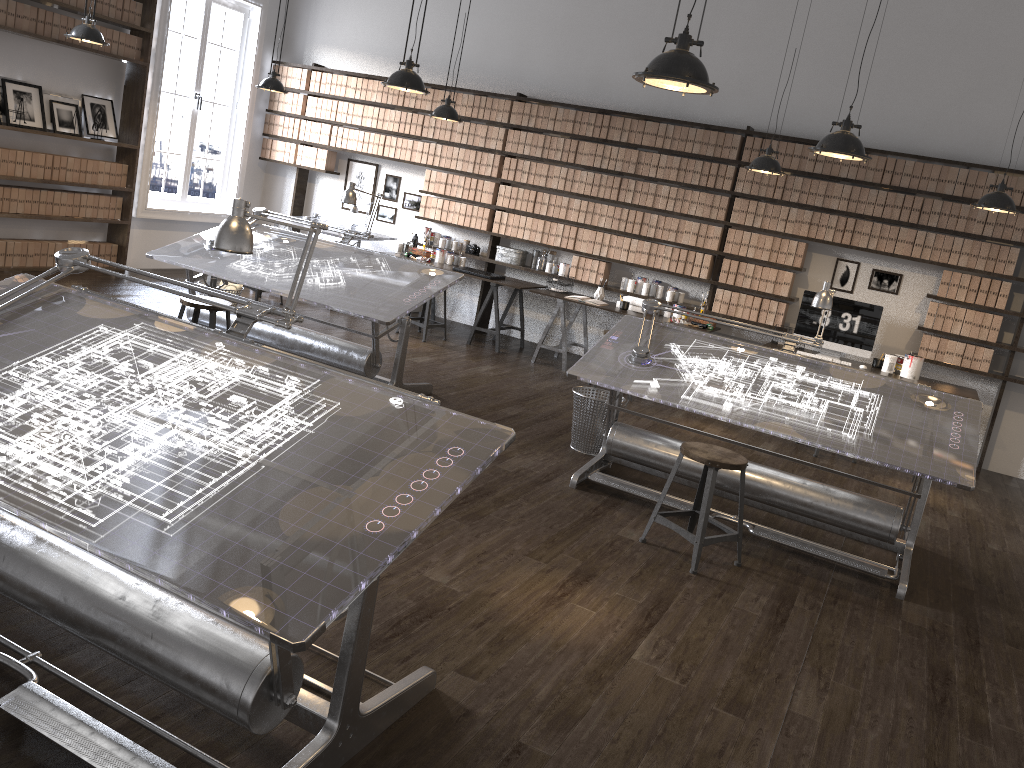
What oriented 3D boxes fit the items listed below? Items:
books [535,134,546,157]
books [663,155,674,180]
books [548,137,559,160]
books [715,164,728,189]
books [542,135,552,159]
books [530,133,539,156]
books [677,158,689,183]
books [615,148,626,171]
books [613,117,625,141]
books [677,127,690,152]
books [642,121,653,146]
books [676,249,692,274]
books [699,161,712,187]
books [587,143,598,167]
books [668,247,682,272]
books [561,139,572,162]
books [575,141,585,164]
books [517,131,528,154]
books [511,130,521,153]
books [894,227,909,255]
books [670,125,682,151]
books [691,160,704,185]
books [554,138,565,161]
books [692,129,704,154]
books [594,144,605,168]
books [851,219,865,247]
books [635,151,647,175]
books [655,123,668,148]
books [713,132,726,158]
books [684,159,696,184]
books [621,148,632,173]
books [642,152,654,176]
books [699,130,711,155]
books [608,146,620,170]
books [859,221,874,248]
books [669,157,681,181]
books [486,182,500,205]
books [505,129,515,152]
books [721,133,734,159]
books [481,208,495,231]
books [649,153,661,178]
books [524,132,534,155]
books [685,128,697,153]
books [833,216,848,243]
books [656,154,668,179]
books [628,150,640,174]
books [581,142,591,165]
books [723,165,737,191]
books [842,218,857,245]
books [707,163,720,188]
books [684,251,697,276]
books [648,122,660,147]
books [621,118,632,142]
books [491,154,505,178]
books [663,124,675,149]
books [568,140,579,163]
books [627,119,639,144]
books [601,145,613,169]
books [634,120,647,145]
[{"bbox_3d":[0.314,-2.356,8.810,0.067,0.224,0.175,15,11,23],"label":"books"},{"bbox_3d":[1.486,-2.011,8.280,0.067,0.223,0.175,15,11,23],"label":"books"},{"bbox_3d":[0.439,-2.321,8.760,0.067,0.224,0.175,15,11,23],"label":"books"},{"bbox_3d":[1.924,-1.881,8.082,0.067,0.223,0.175,15,11,23],"label":"books"},{"bbox_3d":[0.376,-2.339,8.788,0.067,0.224,0.175,15,11,23],"label":"books"},{"bbox_3d":[0.257,-2.374,8.841,0.067,0.223,0.175,15,11,23],"label":"books"},{"bbox_3d":[1.605,-1.976,8.227,0.067,0.224,0.175,15,11,23],"label":"books"},{"bbox_3d":[1.066,-2.135,8.470,0.067,0.223,0.175,15,11,23],"label":"books"},{"bbox_3d":[1.046,-2.421,8.453,0.067,0.224,0.175,15,11,23],"label":"books"},{"bbox_3d":[1.608,-2.256,8.203,0.067,0.224,0.175,15,11,23],"label":"books"},{"bbox_3d":[1.301,-2.347,8.342,0.067,0.223,0.175,15,11,23],"label":"books"},{"bbox_3d":[1.611,-1.145,8.284,0.067,0.224,0.175,15,11,23],"label":"books"},{"bbox_3d":[1.793,-1.920,8.142,0.067,0.224,0.175,15,11,23],"label":"books"},{"bbox_3d":[0.806,-2.210,8.585,0.067,0.224,0.175,15,11,23],"label":"books"},{"bbox_3d":[1.547,-1.165,8.319,0.067,0.224,0.175,15,11,23],"label":"books"},{"bbox_3d":[0.564,-2.284,8.703,0.067,0.224,0.175,15,11,23],"label":"books"},{"bbox_3d":[0.696,-2.245,8.643,0.067,0.223,0.175,15,11,23],"label":"books"},{"bbox_3d":[0.136,-2.409,8.893,0.067,0.224,0.175,15,11,23],"label":"books"},{"bbox_3d":[0.075,-2.428,8.925,0.067,0.224,0.175,15,11,23],"label":"books"},{"bbox_3d":[3.293,-1.203,7.476,0.067,0.223,0.175,15,11,23],"label":"books"},{"bbox_3d":[1.547,-2.274,8.232,0.067,0.224,0.175,15,11,23],"label":"books"},{"bbox_3d":[1.728,-1.938,8.166,0.067,0.224,0.175,15,11,23],"label":"books"},{"bbox_3d":[0.499,-2.302,8.727,0.067,0.224,0.175,15,11,23],"label":"books"},{"bbox_3d":[1.733,-2.218,8.143,0.067,0.223,0.175,15,11,23],"label":"books"},{"bbox_3d":[0.870,-2.192,8.556,0.067,0.224,0.175,15,11,23],"label":"books"},{"bbox_3d":[2.982,-1.295,7.620,0.067,0.223,0.175,15,11,23],"label":"books"},{"bbox_3d":[1.243,-2.083,8.393,0.067,0.224,0.175,15,11,23],"label":"books"},{"bbox_3d":[1.419,-2.311,8.283,0.067,0.224,0.175,15,11,23],"label":"books"},{"bbox_3d":[1.909,-2.167,8.066,0.067,0.224,0.175,15,11,23],"label":"books"},{"bbox_3d":[1.667,-1.957,8.199,0.067,0.224,0.175,15,11,23],"label":"books"},{"bbox_3d":[1.122,-2.118,8.446,0.067,0.223,0.175,15,11,23],"label":"books"},{"bbox_3d":[1.304,-2.064,8.364,0.067,0.224,0.175,15,11,23],"label":"books"},{"bbox_3d":[1.790,-2.202,8.119,0.067,0.223,0.175,15,11,23],"label":"books"},{"bbox_3d":[1.001,-2.153,8.498,0.067,0.224,0.175,15,11,23],"label":"books"},{"bbox_3d":[3.038,-1.277,7.588,0.067,0.224,0.175,15,11,23],"label":"books"},{"bbox_3d":[1.543,-1.993,8.249,0.067,0.224,0.175,15,11,23],"label":"books"},{"bbox_3d":[-0.179,-1.949,9.078,0.067,0.224,0.175,15,11,23],"label":"books"},{"bbox_3d":[0.015,-2.447,8.954,0.067,0.224,0.175,15,11,23],"label":"books"},{"bbox_3d":[1.971,-2.149,8.038,0.067,0.224,0.175,15,11,23],"label":"books"},{"bbox_3d":[-0.232,-1.690,9.126,0.067,0.224,0.175,15,11,23],"label":"books"},{"bbox_3d":[1.365,-2.046,8.332,0.067,0.224,0.175,15,11,23],"label":"books"},{"bbox_3d":[0.201,-2.391,8.865,0.067,0.223,0.175,15,11,23],"label":"books"},{"bbox_3d":[1.668,-2.237,8.171,0.067,0.224,0.175,15,11,23],"label":"books"},{"bbox_3d":[2.851,-1.334,7.680,0.067,0.224,0.175,15,11,23],"label":"books"},{"bbox_3d":[1.429,-2.027,8.304,0.067,0.223,0.175,15,11,23],"label":"books"},{"bbox_3d":[1.179,-2.100,8.415,0.067,0.224,0.175,15,11,23],"label":"books"},{"bbox_3d":[0.753,-2.228,8.614,0.067,0.223,0.175,15,11,23],"label":"books"},{"bbox_3d":[1.990,-1.861,8.049,0.067,0.223,0.175,15,11,23],"label":"books"},{"bbox_3d":[2.915,-1.314,7.645,0.067,0.224,0.175,15,11,23],"label":"books"},{"bbox_3d":[1.857,-1.900,8.107,0.067,0.224,0.175,15,11,23],"label":"books"},{"bbox_3d":[1.679,-1.126,8.259,0.067,0.223,0.175,15,11,23],"label":"books"},{"bbox_3d":[1.355,-2.329,8.312,0.067,0.224,0.175,15,11,23],"label":"books"},{"bbox_3d":[1.111,-2.402,8.427,0.067,0.224,0.175,15,11,23],"label":"books"},{"bbox_3d":[-0.126,-2.216,9.040,0.067,0.224,0.175,15,11,23],"label":"books"},{"bbox_3d":[1.484,-2.292,8.257,0.067,0.224,0.175,15,11,23],"label":"books"},{"bbox_3d":[0.628,-2.264,8.668,0.067,0.224,0.175,15,11,23],"label":"books"},{"bbox_3d":[1.174,-2.385,8.403,0.067,0.224,0.175,15,11,23],"label":"books"},{"bbox_3d":[0.936,-2.173,8.530,0.067,0.224,0.175,15,11,23],"label":"books"},{"bbox_3d":[1.235,-2.366,8.373,0.067,0.224,0.175,15,11,23],"label":"books"}]
